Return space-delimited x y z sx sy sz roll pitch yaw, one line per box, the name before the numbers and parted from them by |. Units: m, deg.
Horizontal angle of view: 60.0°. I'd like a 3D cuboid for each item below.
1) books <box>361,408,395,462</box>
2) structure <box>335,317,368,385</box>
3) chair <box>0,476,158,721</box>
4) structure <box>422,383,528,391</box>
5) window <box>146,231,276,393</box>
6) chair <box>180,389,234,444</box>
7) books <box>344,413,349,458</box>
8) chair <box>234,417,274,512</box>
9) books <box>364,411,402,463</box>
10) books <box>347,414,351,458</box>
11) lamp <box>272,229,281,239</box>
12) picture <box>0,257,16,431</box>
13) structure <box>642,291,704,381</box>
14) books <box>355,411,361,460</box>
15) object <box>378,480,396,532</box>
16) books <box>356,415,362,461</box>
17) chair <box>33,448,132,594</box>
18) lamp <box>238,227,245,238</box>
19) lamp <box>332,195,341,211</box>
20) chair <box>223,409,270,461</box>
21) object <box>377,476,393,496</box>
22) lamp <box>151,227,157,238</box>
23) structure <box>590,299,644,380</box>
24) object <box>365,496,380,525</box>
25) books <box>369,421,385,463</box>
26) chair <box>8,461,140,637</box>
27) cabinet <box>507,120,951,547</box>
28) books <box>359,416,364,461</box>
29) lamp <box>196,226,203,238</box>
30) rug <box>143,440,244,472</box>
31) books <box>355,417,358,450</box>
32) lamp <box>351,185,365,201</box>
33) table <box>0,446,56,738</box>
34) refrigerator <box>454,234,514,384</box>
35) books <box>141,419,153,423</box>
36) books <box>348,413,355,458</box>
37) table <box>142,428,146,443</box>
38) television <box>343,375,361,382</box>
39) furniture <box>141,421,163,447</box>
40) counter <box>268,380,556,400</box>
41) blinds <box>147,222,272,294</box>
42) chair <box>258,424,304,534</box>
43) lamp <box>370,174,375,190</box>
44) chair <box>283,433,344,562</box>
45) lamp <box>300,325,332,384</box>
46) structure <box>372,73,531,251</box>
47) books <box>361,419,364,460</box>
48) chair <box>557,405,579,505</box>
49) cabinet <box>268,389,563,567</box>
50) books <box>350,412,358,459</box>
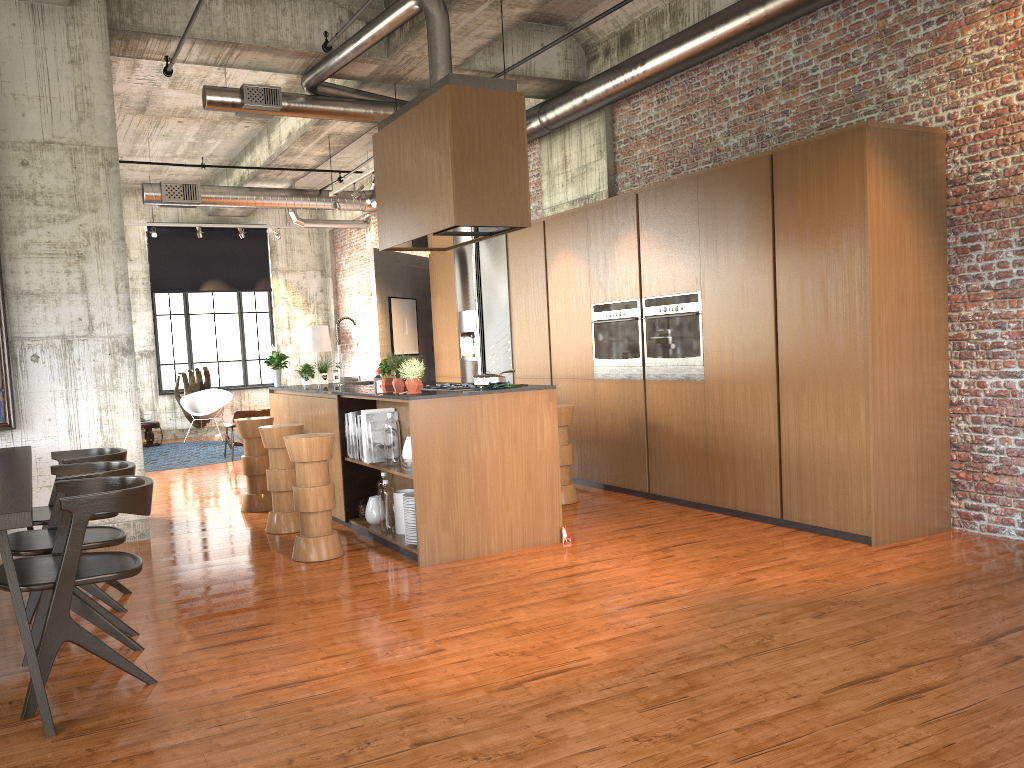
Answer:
books | -1.145 0.437 7.643 0.284 0.444 0.059 -5 5 -28
structure | -1.777 -0.376 9.808 0.360 0.751 0.168 -5 5 -28
chair | -2.208 1.022 4.533 0.768 0.995 0.877 -5 4 -28
structure | -0.420 0.016 7.612 0.677 0.019 1.096 -4 3 -28
window | -6.412 -1.554 19.079 2.576 3.443 0.050 -5 5 -28
chair | -6.054 0.627 17.633 1.057 1.033 0.804 -2 4 11
books | -1.369 0.455 8.047 0.284 0.397 0.036 -5 5 -28
chair | -2.693 0.843 9.377 0.411 0.965 0.408 0 5 40
books | -1.100 0.452 7.577 0.293 0.415 0.101 -5 5 -28
books | -1.342 0.457 8.018 0.284 0.393 0.036 -5 5 -28
lamp | -4.913 -3.132 18.571 0.226 0.215 0.102 -2 4 13
picture | -4.991 -1.117 6.981 1.653 3.127 0.141 -5 5 -28
structure | 1.469 -0.428 8.244 0.079 0.796 0.859 -5 4 -28
books | -1.221 0.442 7.792 0.284 0.430 0.050 -5 5 -28
object | -1.043 1.016 7.415 0.137 0.433 0.137 -4 4 -17
books | -1.207 0.460 7.749 0.284 0.397 0.036 -5 5 -28
chair | -3.105 0.993 6.274 0.768 0.995 0.877 -5 4 -32
lamp | -5.545 -3.088 18.173 0.102 0.252 0.164 -2 4 17
lamp | -2.458 -2.529 12.371 0.102 0.211 0.260 -3 3 2
chair | -4.206 0.791 14.451 0.874 0.795 1.042 -5 4 -27
object | -1.126 1.005 7.885 0.137 0.423 0.137 -4 4 -17
lamp | -7.044 -2.975 17.423 0.102 0.211 0.260 -6 4 -33
structure | 1.040 -0.440 9.034 0.079 0.796 0.859 -5 4 -28
object | -1.192 1.104 7.743 0.181 0.244 0.180 -2 4 19
books | -1.079 0.486 7.545 0.246 0.348 0.085 -5 5 -28
chair | -2.638 1.010 5.324 0.768 0.995 0.877 -5 4 -29
cabinet | 1.656 -0.390 8.859 0.858 3.051 5.337 -5 4 -28
books | -1.180 0.462 7.721 0.284 0.393 0.036 -5 5 -28
lamp | -6.269 -3.034 17.780 0.102 0.252 0.165 -3 4 -3
rug | -6.404 1.263 15.362 4.847 0.009 4.835 -2 3 18
books | -1.231 0.470 7.847 0.284 0.371 0.050 -5 5 -28
lamp | -2.041 -2.520 11.715 0.198 0.229 0.102 -4 4 -18
table | -3.594 1.065 5.029 1.636 1.008 3.699 -5 3 -28
refrigerator | 0.128 -0.437 11.922 1.210 3.057 1.516 -5 5 -28
books | -7.124 0.724 17.256 0.229 0.043 0.299 -1 3 36
books | -1.321 0.453 7.987 0.284 0.401 0.036 -5 5 -28
table | -7.790 1.047 17.922 0.874 0.360 0.475 -4 3 -28
television | -3.385 0.211 18.682 0.285 0.795 1.089 -7 5 -41
furniture | -7.069 0.974 17.267 0.432 0.478 0.431 -2 4 17
counter | -1.231 0.109 8.647 1.243 0.175 4.359 -4 3 -28
blinds | -6.390 -2.673 18.839 2.440 1.467 0.150 -5 5 -28
chair | -2.095 0.864 8.172 0.411 0.965 0.408 0 5 40
lamp | -1.701 -2.510 11.021 0.102 0.241 0.182 -6 4 -33
chair | -1.567 0.887 7.024 0.411 0.965 0.408 0 5 40
lamp | -4.275 -0.150 19.527 0.694 2.248 0.705 -3 4 -6
structure | -0.555 -1.778 7.442 0.662 1.128 1.627 -5 4 -28
books | -1.160 0.457 7.690 0.284 0.401 0.036 -5 5 -28
chair | 0.450 0.702 8.895 0.411 0.965 0.408 -3 4 2
cabinet | -1.203 0.669 8.690 1.243 1.246 4.356 -5 3 -28
books | -1.279 0.447 7.909 0.293 0.415 0.101 -5 5 -28
